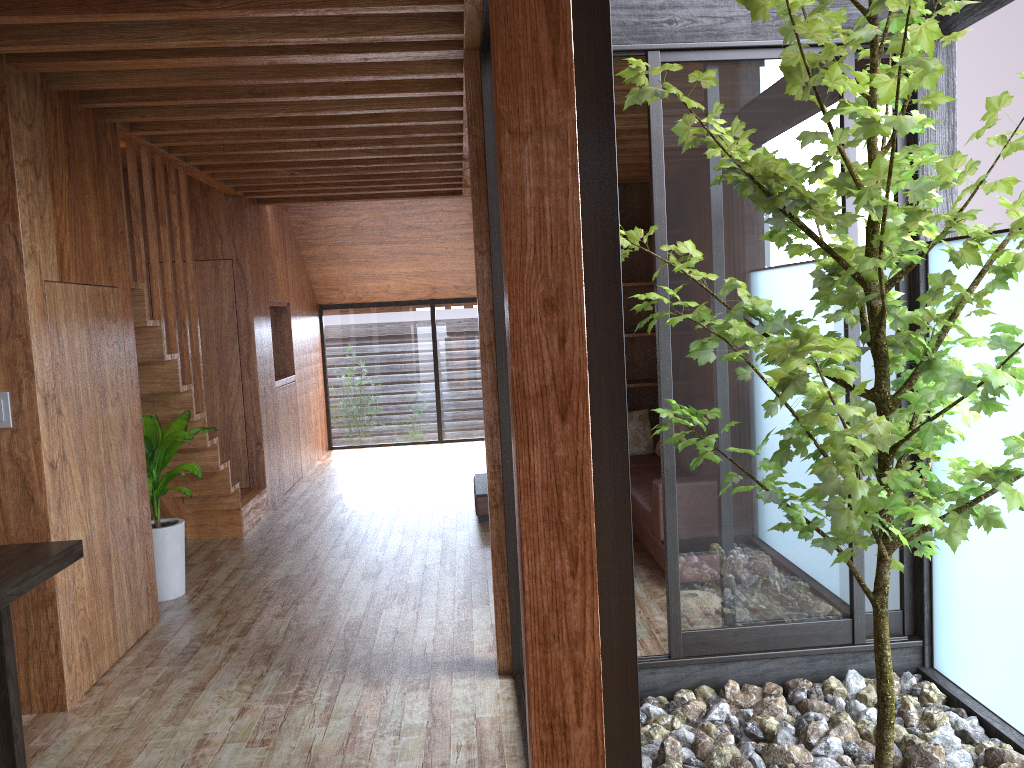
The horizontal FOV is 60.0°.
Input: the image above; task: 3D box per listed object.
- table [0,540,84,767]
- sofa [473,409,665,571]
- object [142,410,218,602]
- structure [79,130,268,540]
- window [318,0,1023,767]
[{"bbox_3d":[-1.633,0.927,1.963,0.701,0.716,1.669,-3,5,-3],"label":"table"},{"bbox_3d":[0.616,0.520,5.405,1.701,0.760,2.500,-3,5,-3],"label":"sofa"},{"bbox_3d":[-1.852,0.578,4.550,0.676,1.031,0.630,-4,5,-14],"label":"object"},{"bbox_3d":[-2.207,-0.099,5.286,0.830,2.300,2.444,-3,5,-3],"label":"structure"},{"bbox_3d":[-0.475,-0.987,2.573,4.108,5.134,13.943,-3,5,-3],"label":"window"}]
